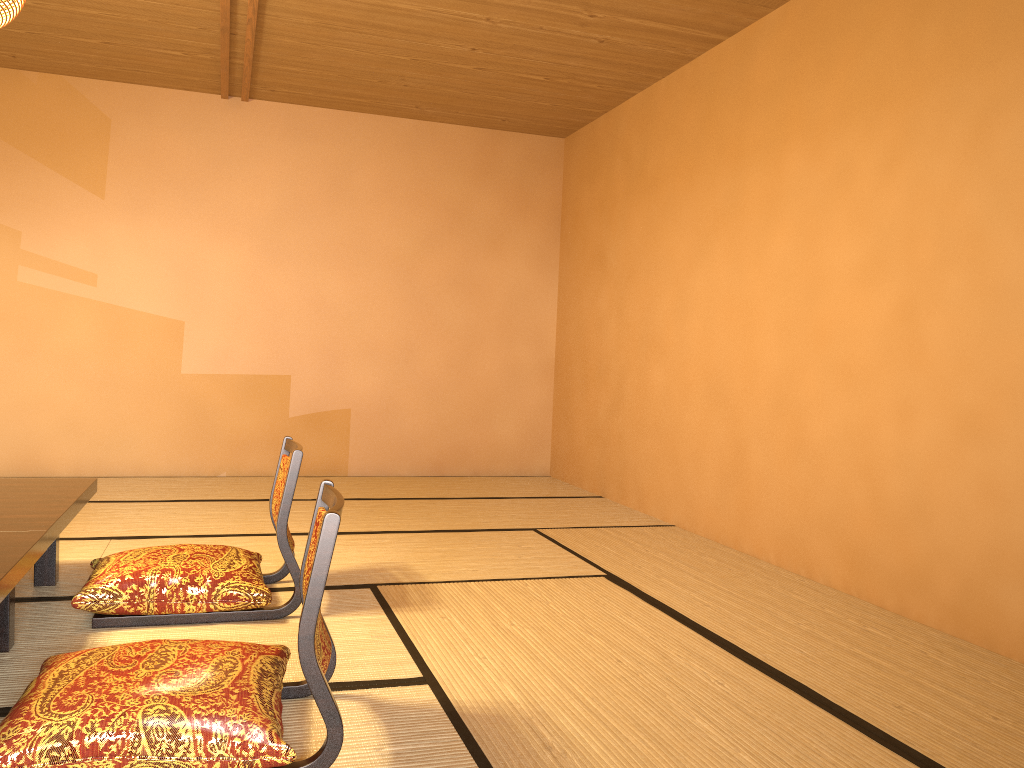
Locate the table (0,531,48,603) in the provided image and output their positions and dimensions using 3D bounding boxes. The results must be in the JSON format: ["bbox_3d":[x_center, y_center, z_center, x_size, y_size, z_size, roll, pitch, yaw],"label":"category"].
[{"bbox_3d":[-1.560,0.572,1.738,0.995,0.357,0.994,2,2,-18],"label":"table"}]

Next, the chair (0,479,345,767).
[{"bbox_3d":[-0.717,0.507,1.937,0.687,0.547,0.582,2,2,-14],"label":"chair"}]

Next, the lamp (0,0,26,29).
[{"bbox_3d":[-1.688,-1.367,2.279,0.798,0.826,0.798,3,2,6],"label":"lamp"}]

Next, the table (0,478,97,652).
[{"bbox_3d":[-1.869,0.532,2.682,0.995,0.357,0.994,2,2,-18],"label":"table"}]

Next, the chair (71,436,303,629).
[{"bbox_3d":[-1.059,0.463,2.967,0.699,0.547,0.582,2,2,-19],"label":"chair"}]
